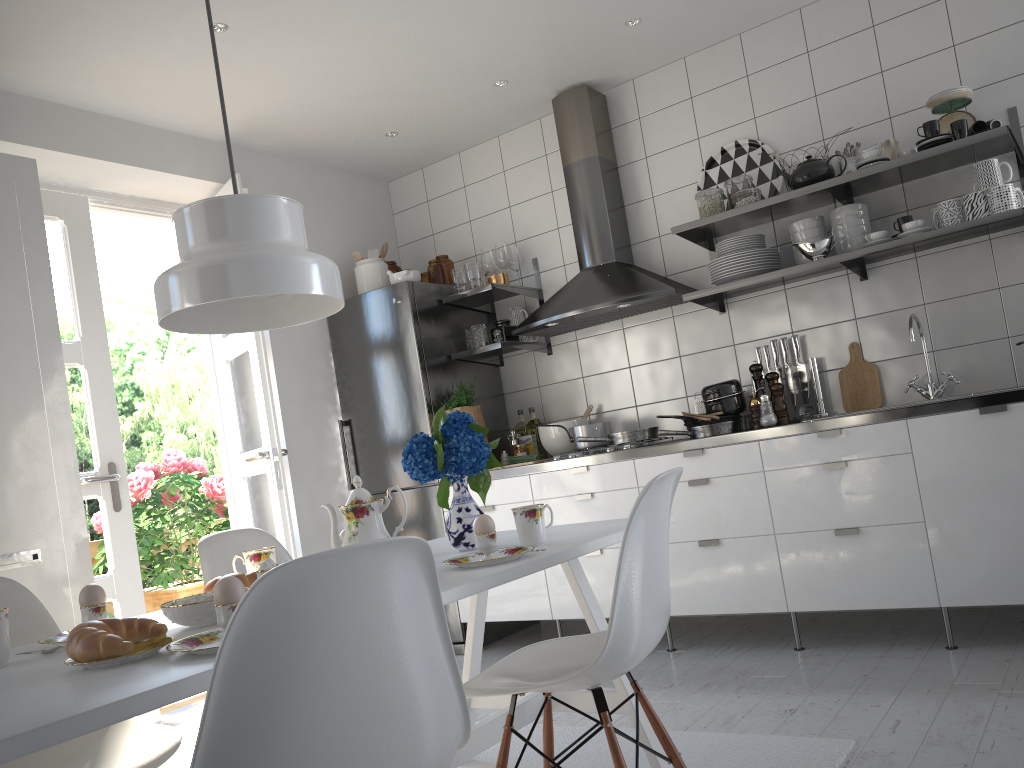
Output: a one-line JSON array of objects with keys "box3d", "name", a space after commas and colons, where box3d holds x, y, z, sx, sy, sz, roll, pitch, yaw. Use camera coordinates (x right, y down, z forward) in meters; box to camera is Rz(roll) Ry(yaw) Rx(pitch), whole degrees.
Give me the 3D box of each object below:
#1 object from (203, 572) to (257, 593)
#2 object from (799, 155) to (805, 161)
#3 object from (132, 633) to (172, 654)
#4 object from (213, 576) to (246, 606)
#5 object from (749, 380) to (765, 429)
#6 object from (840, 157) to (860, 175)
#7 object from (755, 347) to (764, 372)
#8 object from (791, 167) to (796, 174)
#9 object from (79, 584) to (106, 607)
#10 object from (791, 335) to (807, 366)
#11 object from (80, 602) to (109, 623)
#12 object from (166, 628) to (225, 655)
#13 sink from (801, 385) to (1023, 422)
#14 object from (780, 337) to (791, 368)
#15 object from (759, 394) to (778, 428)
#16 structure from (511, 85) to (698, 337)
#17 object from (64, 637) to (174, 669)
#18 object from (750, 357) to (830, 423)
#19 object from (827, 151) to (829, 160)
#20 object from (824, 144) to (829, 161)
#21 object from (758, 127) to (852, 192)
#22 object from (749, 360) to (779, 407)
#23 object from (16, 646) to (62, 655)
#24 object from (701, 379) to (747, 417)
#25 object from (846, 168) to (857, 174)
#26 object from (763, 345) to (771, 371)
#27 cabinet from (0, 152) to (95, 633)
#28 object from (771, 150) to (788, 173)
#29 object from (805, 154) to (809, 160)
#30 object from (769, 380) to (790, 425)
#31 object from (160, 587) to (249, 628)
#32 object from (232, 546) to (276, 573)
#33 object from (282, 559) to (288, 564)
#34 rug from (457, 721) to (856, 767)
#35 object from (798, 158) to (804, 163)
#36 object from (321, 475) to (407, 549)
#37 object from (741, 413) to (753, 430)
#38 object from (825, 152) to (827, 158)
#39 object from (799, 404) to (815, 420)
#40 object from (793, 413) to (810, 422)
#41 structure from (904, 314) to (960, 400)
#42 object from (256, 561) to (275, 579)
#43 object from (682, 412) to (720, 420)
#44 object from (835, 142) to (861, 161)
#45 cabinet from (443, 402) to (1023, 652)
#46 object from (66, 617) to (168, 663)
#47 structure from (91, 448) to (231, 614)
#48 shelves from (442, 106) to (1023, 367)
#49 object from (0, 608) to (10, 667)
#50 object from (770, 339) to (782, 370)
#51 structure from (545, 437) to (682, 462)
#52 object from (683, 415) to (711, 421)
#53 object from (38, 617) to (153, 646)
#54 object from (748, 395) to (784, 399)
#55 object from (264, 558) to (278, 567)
[{"box3d": [-0.588, 0.433, 1.911, 0.161, 0.057, 0.124, -9, -4, -1], "name": "object"}, {"box3d": [1.242, -0.865, 3.747, 0.029, 0.232, 0.063, -10, -3, 22], "name": "object"}, {"box3d": [-0.573, 0.404, 1.365, 0.109, 0.036, 0.070, -9, -4, -7], "name": "object"}, {"box3d": [-0.431, 0.325, 1.355, 0.048, 0.063, 0.048, -12, -4, 39], "name": "object"}, {"box3d": [1.012, 0.085, 3.639, 0.081, 0.192, 0.058, -10, -3, 24], "name": "object"}, {"box3d": [1.378, -0.846, 3.574, 0.084, 0.130, 0.084, -10, -3, 13], "name": "object"}, {"box3d": [1.091, -0.106, 3.898, 0.028, 0.114, 0.019, -11, -3, 30], "name": "object"}, {"box3d": [1.203, -0.835, 3.732, 0.023, 0.186, 0.080, -10, -3, 8], "name": "object"}, {"box3d": [-0.801, 0.413, 1.694, 0.048, 0.063, 0.048, -12, -4, 39], "name": "object"}, {"box3d": [1.229, -0.146, 3.799, 0.046, 0.132, 0.022, -11, -3, 38], "name": "object"}, {"box3d": [-0.795, 0.450, 1.692, 0.048, 0.057, 0.048, -8, -4, -15], "name": "object"}, {"box3d": [-0.420, 0.388, 1.351, 0.200, 0.016, 0.202, -5, -6, -40], "name": "object"}, {"box3d": [1.513, 0.121, 3.260, 0.768, 0.111, 0.487, -12, -6, 34], "name": "sink"}, {"box3d": [1.183, -0.136, 3.832, 0.033, 0.132, 0.022, -11, -3, 39], "name": "object"}, {"box3d": [1.027, 0.106, 3.573, 0.069, 0.135, 0.069, -10, -3, 15], "name": "object"}, {"box3d": [0.331, -0.848, 4.156, 0.871, 1.090, 0.471, -12, -4, 35], "name": "structure"}, {"box3d": [-0.605, 0.419, 1.372, 0.158, 0.016, 0.158, -10, -5, 5], "name": "object"}, {"box3d": [1.193, 0.041, 3.837, 0.323, 0.260, 0.066, -12, -4, 35], "name": "object"}, {"box3d": [1.285, -0.858, 3.645, 0.063, 0.189, 0.023, -10, -3, 16], "name": "object"}, {"box3d": [1.285, -0.875, 3.668, 0.086, 0.226, 0.027, -10, -3, 18], "name": "object"}, {"box3d": [1.233, -0.890, 3.675, 0.378, 0.278, 0.198, -10, -4, 17], "name": "object"}, {"box3d": [1.066, 0.035, 3.698, 0.124, 0.282, 0.060, -12, -4, 40], "name": "object"}, {"box3d": [-0.857, 0.481, 1.600, 0.140, 0.011, 0.032, -12, -5, 31], "name": "object"}, {"box3d": [0.894, 0.066, 3.748, 0.190, 0.159, 0.198, -9, -4, -4], "name": "object"}, {"box3d": [1.349, -0.810, 3.452, 0.079, 0.047, 0.082, -10, -4, 9], "name": "object"}, {"box3d": [1.119, -0.113, 3.878, 0.028, 0.114, 0.019, -11, -3, 30], "name": "object"}, {"box3d": [-1.997, 0.353, 2.448, 0.515, 2.093, 1.375, -11, -4, 34], "name": "cabinet"}, {"box3d": [1.149, -0.862, 3.679, 0.114, 0.249, 0.021, -12, -4, 39], "name": "object"}, {"box3d": [1.266, -0.868, 3.723, 0.025, 0.227, 0.086, -9, -3, 4], "name": "object"}, {"box3d": [1.089, 0.074, 3.609, 0.058, 0.184, 0.059, -8, -3, -27], "name": "object"}, {"box3d": [-0.565, 0.414, 1.641, 0.158, 0.058, 0.158, -11, -5, 24], "name": "object"}, {"box3d": [-0.596, 0.439, 2.092, 0.078, 0.095, 0.091, -11, -4, 33], "name": "object"}, {"box3d": [-0.452, 0.395, 1.789, 0.187, 0.083, 0.140, -12, -5, 34], "name": "object"}, {"box3d": [-0.336, 1.089, 1.778, 1.431, 0.004, 2.306, -12, -6, 34], "name": "rug"}, {"box3d": [1.238, -0.859, 3.727, 0.028, 0.220, 0.100, -9, -3, 6], "name": "object"}, {"box3d": [-0.322, 0.315, 1.969, 0.140, 0.230, 0.150, -7, -4, -37], "name": "object"}, {"box3d": [1.021, 0.166, 3.873, 0.066, 0.067, 0.053, -9, -3, -5], "name": "object"}, {"box3d": [1.264, -0.851, 3.633, 0.090, 0.180, 0.023, -10, -3, 8], "name": "object"}, {"box3d": [1.252, 0.118, 3.751, 0.070, 0.068, 0.029, -12, -4, 40], "name": "object"}, {"box3d": [1.212, 0.139, 3.699, 0.073, 0.031, 0.070, -12, -5, 34], "name": "object"}, {"box3d": [1.622, -0.102, 3.428, 0.189, 0.352, 0.274, -10, -3, 11], "name": "structure"}, {"box3d": [-0.432, 0.365, 1.573, 0.069, 0.102, 0.065, -11, -4, 35], "name": "object"}, {"box3d": [0.781, 0.132, 3.692, 0.059, 0.060, 0.335, -9, -5, -8], "name": "object"}, {"box3d": [1.372, -0.887, 3.589, 0.105, 0.203, 0.077, -11, -3, 33], "name": "object"}, {"box3d": [1.209, 0.587, 3.525, 3.250, 0.794, 0.661, -12, -5, 35], "name": "cabinet"}, {"box3d": [-0.625, 0.394, 1.381, 0.124, 0.057, 0.161, -9, -5, -1], "name": "object"}, {"box3d": [-2.095, 1.048, 5.579, 1.266, 1.278, 1.173, -12, -4, 36], "name": "structure"}, {"box3d": [0.797, -0.565, 3.880, 2.549, 0.511, 0.426, -12, -5, 35], "name": "shelves"}, {"box3d": [-0.902, 0.439, 1.513, 0.091, 0.095, 0.078, -11, -4, 21], "name": "object"}, {"box3d": [1.149, -0.128, 3.856, 0.033, 0.132, 0.022, -11, -3, 39], "name": "object"}, {"box3d": [0.458, 0.290, 4.021, 0.469, 0.029, 0.489, -12, -6, 34], "name": "structure"}, {"box3d": [0.767, 0.141, 3.691, 0.064, 0.044, 0.335, -9, -5, 1], "name": "object"}, {"box3d": [-0.792, 0.476, 1.691, 0.200, 0.016, 0.201, -8, -5, -10], "name": "object"}, {"box3d": [1.090, 0.109, 3.797, 0.115, 0.144, 0.128, -8, -4, -17], "name": "object"}, {"box3d": [-0.444, 0.372, 1.640, 0.069, 0.102, 0.065, -11, -4, 35], "name": "object"}]
